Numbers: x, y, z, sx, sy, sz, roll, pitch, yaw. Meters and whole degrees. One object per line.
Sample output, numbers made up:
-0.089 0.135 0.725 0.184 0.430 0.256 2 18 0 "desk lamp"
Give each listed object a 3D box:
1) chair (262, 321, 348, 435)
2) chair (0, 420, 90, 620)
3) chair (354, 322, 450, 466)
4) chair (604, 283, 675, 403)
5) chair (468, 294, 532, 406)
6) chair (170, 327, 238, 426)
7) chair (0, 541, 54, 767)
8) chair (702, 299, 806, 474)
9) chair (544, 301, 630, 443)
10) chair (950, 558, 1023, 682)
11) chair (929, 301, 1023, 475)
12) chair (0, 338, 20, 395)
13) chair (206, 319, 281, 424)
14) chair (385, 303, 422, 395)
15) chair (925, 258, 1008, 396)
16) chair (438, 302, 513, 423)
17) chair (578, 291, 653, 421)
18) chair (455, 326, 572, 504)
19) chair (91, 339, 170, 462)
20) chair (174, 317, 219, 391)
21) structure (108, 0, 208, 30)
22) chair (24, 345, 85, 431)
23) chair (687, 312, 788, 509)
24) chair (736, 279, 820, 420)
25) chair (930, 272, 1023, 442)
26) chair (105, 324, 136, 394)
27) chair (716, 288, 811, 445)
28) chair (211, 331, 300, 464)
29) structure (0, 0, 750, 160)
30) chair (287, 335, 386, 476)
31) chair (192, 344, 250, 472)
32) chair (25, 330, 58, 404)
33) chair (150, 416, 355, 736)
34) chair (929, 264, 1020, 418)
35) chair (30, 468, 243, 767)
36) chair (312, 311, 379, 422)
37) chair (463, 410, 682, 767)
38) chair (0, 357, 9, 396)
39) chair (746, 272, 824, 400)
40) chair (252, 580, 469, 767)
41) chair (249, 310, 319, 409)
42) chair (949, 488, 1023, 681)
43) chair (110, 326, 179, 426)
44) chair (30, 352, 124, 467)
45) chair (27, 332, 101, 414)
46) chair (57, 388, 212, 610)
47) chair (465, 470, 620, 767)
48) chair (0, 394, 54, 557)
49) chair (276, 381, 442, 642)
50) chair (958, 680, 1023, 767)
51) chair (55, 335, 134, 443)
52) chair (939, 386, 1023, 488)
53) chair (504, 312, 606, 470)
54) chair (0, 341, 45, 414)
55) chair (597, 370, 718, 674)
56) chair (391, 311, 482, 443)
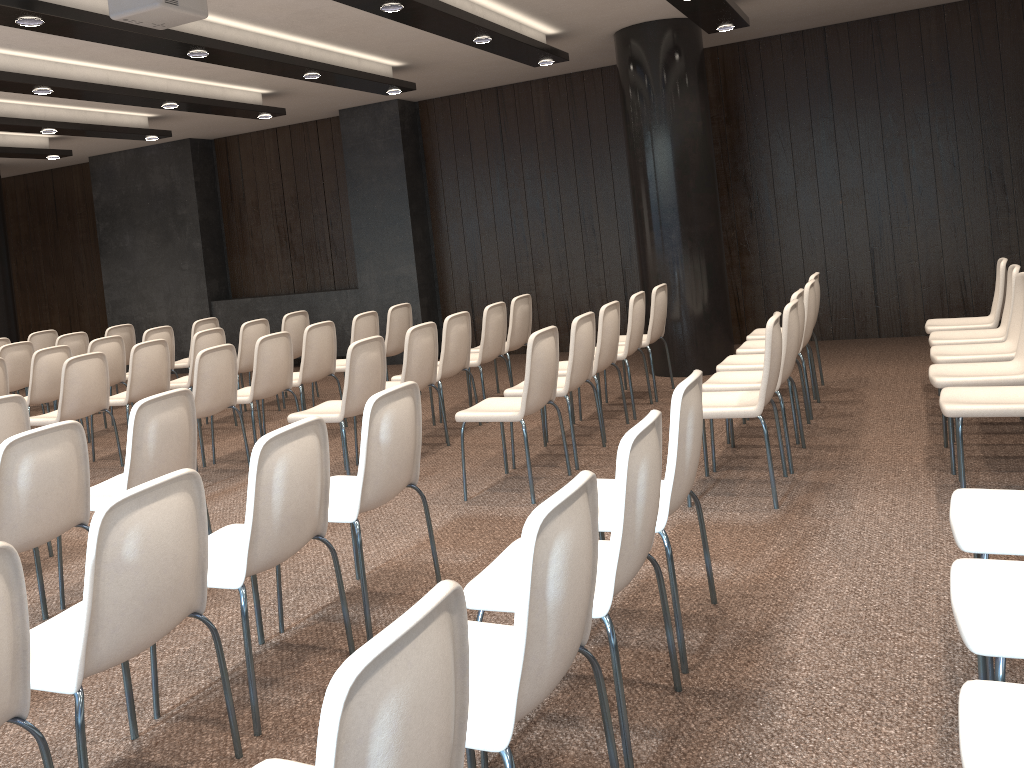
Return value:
-1.687 -0.039 7.030 0.555 0.895 0.538 -4 4 27 "chair"
-1.961 0.612 3.440 0.555 0.895 0.538 -5 4 25 "chair"
-0.776 0.043 5.990 0.555 0.895 0.538 -4 4 27 "chair"
1.014 -0.350 7.144 0.555 0.895 0.538 -4 4 26 "chair"
-0.089 -0.315 7.629 0.555 0.895 0.538 -4 4 27 "chair"
-2.761 -0.019 7.584 0.555 0.895 0.538 -5 4 24 "chair"
-1.354 0.814 1.893 0.555 0.895 0.538 -5 4 23 "chair"
1.378 -0.015 4.978 0.555 0.895 0.538 -4 4 27 "chair"
0.493 -0.107 6.061 0.555 0.895 0.538 -4 4 26 "chair"
1.306 0.510 1.989 0.555 0.895 0.538 -5 4 24 "chair"
2.456 -0.052 4.518 0.555 0.895 0.538 -5 4 23 "chair"
-5.749 -0.036 9.547 0.555 0.895 0.538 -5 4 25 "chair"
-2.521 -0.136 8.112 0.555 0.895 0.538 -5 4 25 "chair"
-1.198 -0.285 8.149 0.555 0.895 0.538 -4 4 27 "chair"
3.208 -0.417 6.160 0.555 0.895 0.538 -4 4 27 "chair"
-0.306 -0.195 7.070 0.555 0.895 0.538 -4 4 26 "chair"
0.759 -0.233 6.626 0.555 0.895 0.538 -5 4 24 "chair"
0.004 0.140 4.941 0.555 0.895 0.538 -4 4 27 "chair"
-3.035 0.107 7.028 0.555 0.895 0.538 -5 4 25 "chair"
-3.330 -0.224 9.126 0.555 0.895 0.538 -5 4 24 "chair"
-2.003 -2.203 4.924 0.407 0.312 0.389 -3 7 25 "structure"
-4.055 0.135 7.502 0.555 0.895 0.538 -5 4 25 "chair"
1.124 0.102 4.462 0.555 0.895 0.538 -5 4 23 "chair"
1.855 -0.257 6.079 0.555 0.895 0.538 -5 4 25 "chair"
2.729 -0.177 5.075 0.555 0.895 0.538 -5 4 23 "chair"
-4.429 -0.192 9.625 0.555 0.895 0.538 -4 4 26 "chair"
1.592 -0.133 5.527 0.555 0.895 0.538 -4 4 27 "chair"
-1.901 0.079 6.481 0.555 0.895 0.538 -4 4 27 "chair"
-4.192 -2.130 5.628 13.092 0.228 8.207 -2 11 24 "structure"
-1.055 0.167 5.443 0.555 0.895 0.538 -4 4 27 "chair"
-2.155 0.196 5.965 0.555 0.895 0.538 -5 4 24 "chair"
-5.524 -0.158 10.112 0.555 0.895 0.538 -4 4 27 "chair"
-0.896 0.578 2.971 0.555 0.895 0.538 -5 4 25 "chair"
2.968 -0.294 5.598 0.555 0.895 0.538 -4 4 27 "chair"
-1.122 0.702 2.397 0.555 0.895 0.538 -5 4 24 "chair"
-1.423 -0.163 7.584 0.555 0.895 0.538 -5 4 25 "chair"
0.180 0.543 2.501 0.555 0.895 0.538 -5 4 25 "chair"
-4.296 0.258 6.939 0.555 0.895 0.538 -5 4 23 "chair"
2.080 -0.379 6.645 0.555 0.895 0.538 -4 4 27 "chair"
-0.336 0.787 1.414 0.555 0.895 0.538 -4 4 26 "chair"
-2.282 -0.259 8.672 0.555 0.895 0.538 -4 4 27 "chair"
1.561 0.393 2.506 0.555 0.895 0.538 -4 4 26 "chair"
-3.596 -0.101 8.583 0.555 0.895 0.538 -5 4 25 "chair"
-3.263 0.232 6.447 0.555 0.895 0.538 -5 4 25 "chair"
-4.686 -0.074 9.104 0.555 0.895 0.538 -4 4 26 "chair"
-1.734 0.488 4.011 0.555 0.895 0.538 -5 4 23 "chair"
-0.063 0.661 1.968 0.555 0.895 0.538 -4 4 27 "chair"
-2.760 0.520 4.469 0.555 0.895 0.538 -4 4 26 "chair"
-0.632 0.456 3.510 0.555 0.895 0.538 -4 4 26 "chair"
1.041 0.636 1.428 0.555 0.895 0.538 -5 4 24 "chair"
-3.824 0.023 8.004 0.555 0.895 0.538 -4 4 27 "chair"
2.225 0.075 3.933 0.555 0.895 0.538 -4 4 26 "chair"
0.267 0.016 5.494 0.555 0.895 0.538 -5 4 25 "chair"
-4.949 0.051 8.544 0.555 0.895 0.538 -5 4 25 "chair"
0.420 0.420 3.064 0.555 0.895 0.538 -5 4 24 "chair"
-0.571 -0.074 6.537 0.555 0.895 0.538 -4 4 27 "chair"
